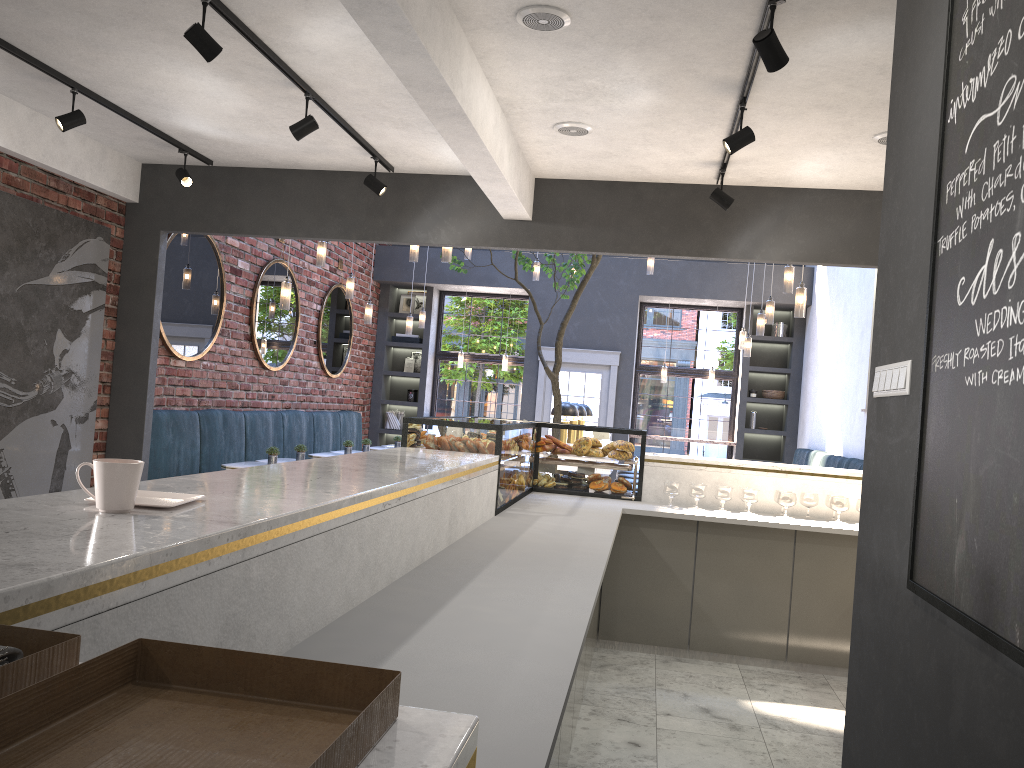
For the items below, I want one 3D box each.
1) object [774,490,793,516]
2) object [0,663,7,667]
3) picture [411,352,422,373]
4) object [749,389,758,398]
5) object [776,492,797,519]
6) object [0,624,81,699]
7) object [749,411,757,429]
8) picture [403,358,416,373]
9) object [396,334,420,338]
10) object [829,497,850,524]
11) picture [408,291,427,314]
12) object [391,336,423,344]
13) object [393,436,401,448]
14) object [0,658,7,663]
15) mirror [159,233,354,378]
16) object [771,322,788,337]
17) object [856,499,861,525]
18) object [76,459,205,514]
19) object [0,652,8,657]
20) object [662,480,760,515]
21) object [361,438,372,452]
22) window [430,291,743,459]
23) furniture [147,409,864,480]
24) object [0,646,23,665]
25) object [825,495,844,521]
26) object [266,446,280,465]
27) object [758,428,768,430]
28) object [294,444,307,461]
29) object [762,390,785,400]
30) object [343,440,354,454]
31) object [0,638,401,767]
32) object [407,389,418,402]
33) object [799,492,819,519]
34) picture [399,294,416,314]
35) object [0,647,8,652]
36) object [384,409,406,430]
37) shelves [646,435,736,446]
[{"bbox_3d":[1.655,0.727,5.414,0.114,0.147,0.114,4,-1,14],"label":"object"},{"bbox_3d":[-0.488,0.221,0.693,0.192,0.024,0.025,4,-1,9],"label":"object"},{"bbox_3d":[-1.391,-0.315,13.197,0.247,0.326,0.044,4,-1,9],"label":"picture"},{"bbox_3d":[3.329,0.132,12.250,0.116,0.119,0.117,5,-1,-15],"label":"object"},{"bbox_3d":[1.635,0.723,5.285,0.114,0.147,0.114,4,-1,14],"label":"object"},{"bbox_3d":[-0.501,0.217,0.614,0.231,0.038,0.307,4,-1,9],"label":"object"},{"bbox_3d":[3.316,0.494,12.197,0.098,0.248,0.098,5,-1,-42],"label":"object"},{"bbox_3d":[-1.526,-0.275,13.191,0.161,0.227,0.049,4,-1,9],"label":"picture"},{"bbox_3d":[-1.529,-0.701,13.032,0.327,0.039,0.227,4,-1,-1],"label":"object"},{"bbox_3d":[1.932,0.745,5.238,0.114,0.147,0.114,4,-1,14],"label":"object"},{"bbox_3d":[-1.391,-1.192,13.208,0.361,0.369,0.055,4,-1,9],"label":"picture"},{"bbox_3d":[-1.531,-0.640,13.019,0.412,0.084,0.286,4,-1,9],"label":"object"},{"bbox_3d":[-1.387,0.707,10.757,0.118,0.165,0.122,5,-1,-13],"label":"object"},{"bbox_3d":[-0.488,0.217,0.693,0.192,0.024,0.025,4,-1,9],"label":"object"},{"bbox_3d":[-2.486,-0.891,9.457,0.036,1.510,4.774,4,-1,9],"label":"mirror"},{"bbox_3d":[3.697,-0.740,12.252,0.214,0.215,0.213,4,-1,18],"label":"object"},{"bbox_3d":[2.081,0.756,5.214,0.114,0.147,0.114,4,-1,14],"label":"object"},{"bbox_3d":[-0.746,0.195,1.776,0.176,0.097,0.301,4,-1,0],"label":"object"},{"bbox_3d":[-0.487,0.212,0.693,0.192,0.024,0.025,4,-1,9],"label":"object"},{"bbox_3d":[1.213,0.693,5.447,0.575,0.147,0.256,4,-1,9],"label":"object"},{"bbox_3d":[-1.572,0.667,9.574,0.118,0.165,0.122,5,-1,-13],"label":"object"},{"bbox_3d":[0.153,-1.565,6.816,6.405,5.364,12.713,4,-1,9],"label":"window"},{"bbox_3d":[0.316,1.060,9.019,6.020,1.151,5.342,4,-1,9],"label":"furniture"},{"bbox_3d":[-0.492,0.219,0.728,0.175,0.039,0.056,4,-1,9],"label":"object"},{"bbox_3d":[1.952,0.749,5.367,0.114,0.147,0.114,4,-1,14],"label":"object"},{"bbox_3d":[-1.943,0.587,7.200,0.118,0.165,0.122,5,-1,-13],"label":"object"},{"bbox_3d":[3.437,0.614,12.148,0.130,0.026,0.130,5,-1,-8],"label":"object"},{"bbox_3d":[-1.853,0.606,7.775,0.118,0.165,0.122,5,-1,-13],"label":"object"},{"bbox_3d":[3.605,0.151,12.230,0.304,0.123,0.305,4,-1,30],"label":"object"},{"bbox_3d":[-1.662,0.648,8.999,0.118,0.165,0.122,5,-1,-13],"label":"object"},{"bbox_3d":[-0.227,0.237,0.583,0.231,0.038,0.307,4,-1,9],"label":"object"},{"bbox_3d":[-1.459,0.172,12.980,0.152,0.181,0.152,5,-1,-43],"label":"object"},{"bbox_3d":[1.804,0.738,5.391,0.114,0.147,0.114,4,-1,14],"label":"object"},{"bbox_3d":[-1.561,-1.180,13.200,0.230,0.313,0.061,4,-1,9],"label":"picture"},{"bbox_3d":[-0.487,0.208,0.693,0.192,0.024,0.025,4,-1,9],"label":"object"},{"bbox_3d":[-1.714,0.509,13.026,0.250,0.323,0.241,4,-1,9],"label":"object"},{"bbox_3d":[0.918,0.669,12.623,4.402,0.043,0.384,4,-1,9],"label":"shelves"}]
